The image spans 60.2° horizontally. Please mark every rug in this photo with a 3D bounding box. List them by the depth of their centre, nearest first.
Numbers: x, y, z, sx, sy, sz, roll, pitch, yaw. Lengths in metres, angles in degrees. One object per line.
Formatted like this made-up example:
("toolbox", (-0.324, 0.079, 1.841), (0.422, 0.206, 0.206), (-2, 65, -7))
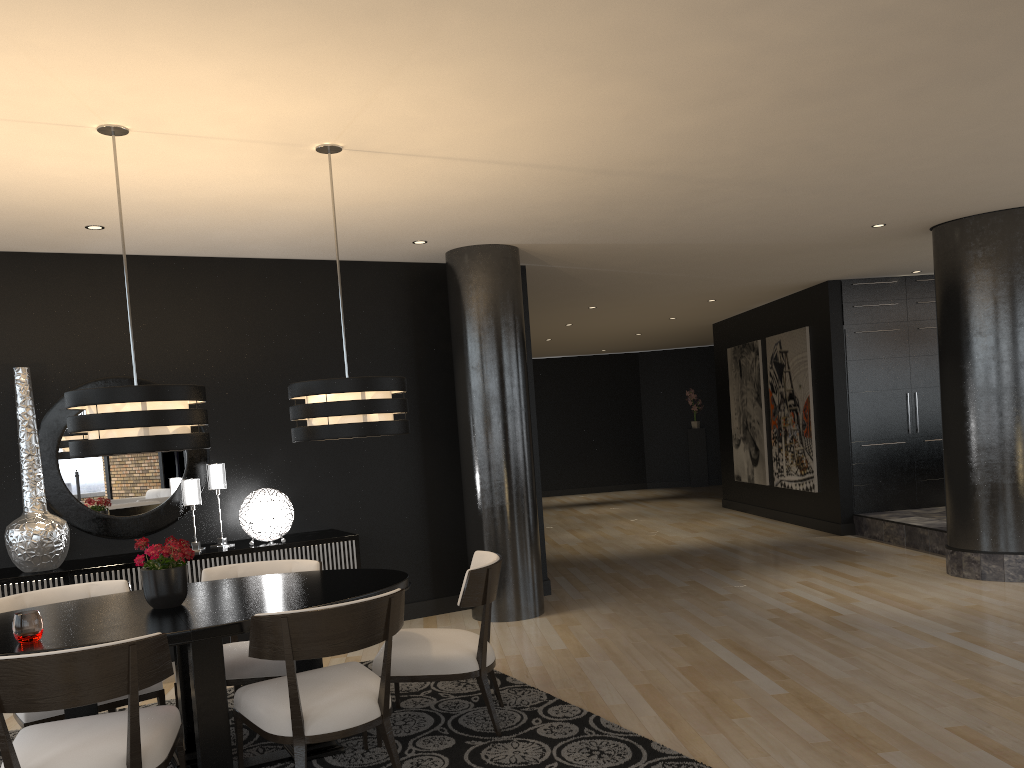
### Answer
("rug", (-1.443, 1.699, 3.725), (3.710, 0.011, 2.725), (-3, -3, -28))

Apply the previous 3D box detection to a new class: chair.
("chair", (-1.505, 1.274, 3.108), (0.641, 0.808, 0.616), (-4, 1, -18))
("chair", (-0.760, 1.243, 3.543), (0.640, 0.808, 0.617), (-4, 1, -35))
("chair", (-1.986, 1.356, 4.050), (0.640, 0.808, 0.617), (-5, 1, -42))
("chair", (-0.324, 1.245, 4.224), (0.616, 0.808, 0.641), (-4, 1, 0))
("chair", (-1.266, 1.321, 4.391), (0.643, 0.808, 0.615), (-4, 1, 0))

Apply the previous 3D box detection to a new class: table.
("table", (-1.408, 1.316, 3.724), (2.100, 0.770, 1.212), (-3, -2, -26))

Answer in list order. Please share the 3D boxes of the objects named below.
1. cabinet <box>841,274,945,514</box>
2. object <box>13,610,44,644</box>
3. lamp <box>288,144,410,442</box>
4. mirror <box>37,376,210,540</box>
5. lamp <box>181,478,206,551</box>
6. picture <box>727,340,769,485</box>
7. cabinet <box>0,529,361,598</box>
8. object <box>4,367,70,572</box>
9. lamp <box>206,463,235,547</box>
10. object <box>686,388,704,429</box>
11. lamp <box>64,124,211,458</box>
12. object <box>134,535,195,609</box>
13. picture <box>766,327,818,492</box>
("cabinet", (6.394, -0.019, 10.051), (5.723, 2.533, 0.726), (-4, 2, -6))
("object", (-1.736, 0.872, 3.167), (0.095, 0.106, 0.095), (-4, 0, -17))
("lamp", (-0.785, -0.414, 4.038), (0.534, 1.332, 0.536), (-5, 2, -29))
("mirror", (-2.554, 0.486, 5.817), (1.073, 1.080, 0.025), (-4, 2, -28))
("lamp", (-2.071, 0.849, 5.737), (0.124, 0.466, 0.132), (-4, 2, -6))
("picture", (3.199, 0.403, 11.927), (0.077, 1.877, 1.154), (-4, 1, -6))
("cabinet", (-2.132, 1.469, 5.724), (2.230, 0.768, 0.611), (-3, 0, -28))
("object", (-2.861, 0.508, 5.255), (0.343, 1.211, 0.343), (-5, 2, -19))
("lamp", (-1.948, 0.804, 5.870), (0.132, 0.551, 0.124), (-3, 3, 24))
("object", (3.575, 0.476, 17.250), (0.339, 0.789, 0.227), (-3, 2, 23))
("lamp", (-1.576, -0.378, 3.619), (0.534, 1.332, 0.536), (-5, 2, -29))
("object", (-1.445, 0.782, 3.682), (0.237, 0.299, 0.229), (-4, 1, -26))
("picture", (3.343, 0.323, 10.529), (0.077, 1.877, 1.154), (-4, 1, -6))
